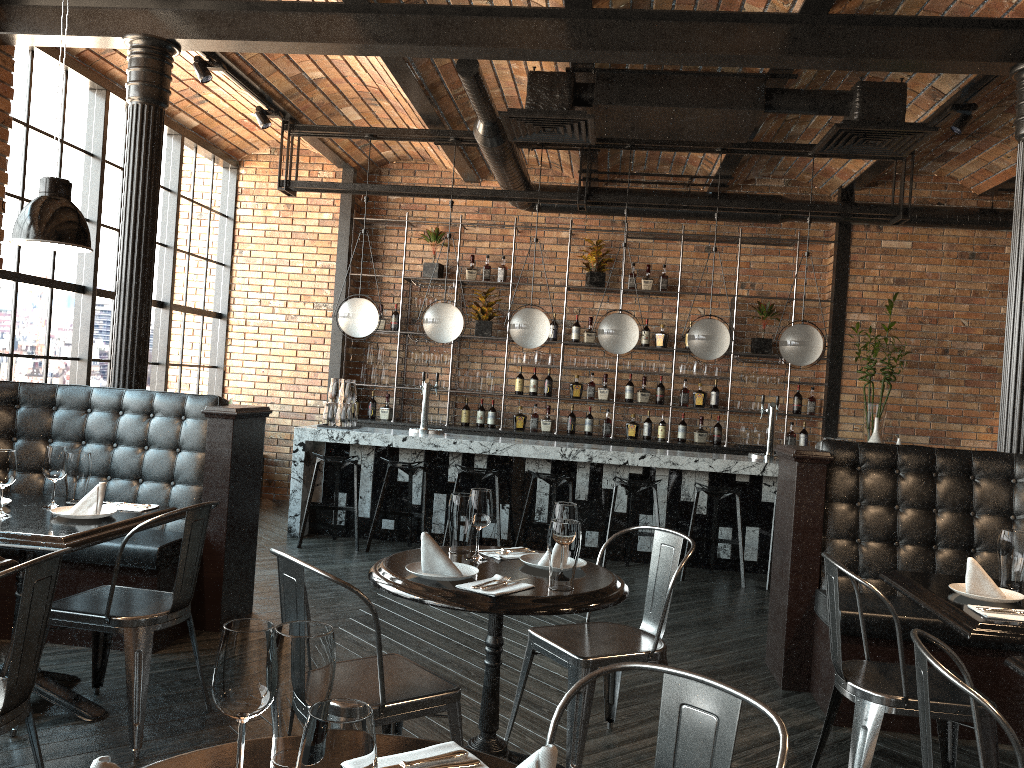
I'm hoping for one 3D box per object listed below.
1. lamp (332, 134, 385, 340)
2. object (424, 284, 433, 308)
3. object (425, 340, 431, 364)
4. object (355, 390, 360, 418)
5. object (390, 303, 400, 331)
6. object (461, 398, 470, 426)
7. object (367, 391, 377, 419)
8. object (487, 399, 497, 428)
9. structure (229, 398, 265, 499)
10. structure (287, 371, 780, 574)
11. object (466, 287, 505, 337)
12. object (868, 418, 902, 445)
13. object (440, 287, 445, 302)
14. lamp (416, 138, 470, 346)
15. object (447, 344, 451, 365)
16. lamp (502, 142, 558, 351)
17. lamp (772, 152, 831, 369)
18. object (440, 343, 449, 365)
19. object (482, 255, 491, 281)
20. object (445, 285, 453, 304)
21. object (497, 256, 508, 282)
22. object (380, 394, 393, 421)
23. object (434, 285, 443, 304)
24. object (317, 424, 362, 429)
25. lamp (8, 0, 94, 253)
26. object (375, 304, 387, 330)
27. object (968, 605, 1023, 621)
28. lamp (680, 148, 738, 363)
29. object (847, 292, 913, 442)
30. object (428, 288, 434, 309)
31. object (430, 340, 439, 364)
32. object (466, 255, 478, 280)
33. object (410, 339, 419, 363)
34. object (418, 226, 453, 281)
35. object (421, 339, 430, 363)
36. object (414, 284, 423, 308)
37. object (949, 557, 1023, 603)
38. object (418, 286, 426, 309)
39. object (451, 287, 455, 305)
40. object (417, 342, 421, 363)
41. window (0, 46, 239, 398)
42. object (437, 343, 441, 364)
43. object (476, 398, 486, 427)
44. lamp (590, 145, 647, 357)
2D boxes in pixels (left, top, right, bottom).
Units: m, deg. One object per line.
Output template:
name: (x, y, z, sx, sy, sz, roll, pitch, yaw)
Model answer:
lamp: (-1.258, -1.247, 7.536, 0.340, 1.754, 0.340, 4, 0, -38)
object: (-0.861, -0.909, 9.203, 0.092, 0.244, 0.092, 4, 0, 12)
object: (-0.883, -0.337, 9.368, 0.092, 0.244, 0.092, 4, 0, 12)
object: (-1.655, 0.210, 9.377, 0.086, 0.299, 0.086, 4, 0, -35)
object: (-1.226, -0.698, 9.335, 0.086, 0.299, 0.086, 4, 0, -35)
object: (-0.479, 0.291, 9.253, 0.086, 0.299, 0.086, 4, 0, -35)
object: (-1.468, 0.222, 9.326, 0.086, 0.297, 0.086, 4, 0, 40)
object: (-0.205, 0.309, 9.226, 0.086, 0.298, 0.086, 4, 0, -35)
structure: (-2.973, 0.635, 7.268, 0.757, 1.072, 4.107, 4, 0, 5)
structure: (0.968, 0.725, 7.908, 5.346, 1.430, 1.930, 4, 0, 6)
object: (-0.273, -0.745, 9.205, 0.430, 0.526, 0.425, 4, 0, 18)
object: (3.336, 0.505, 7.922, 0.319, 0.397, 0.316, 4, 0, -35)
object: (-0.745, -0.902, 9.357, 0.092, 0.244, 0.092, 4, 0, 12)
lamp: (-0.531, -1.197, 7.459, 0.340, 1.754, 0.340, 4, 0, -38)
object: (-0.682, -0.323, 9.346, 0.092, 0.244, 0.092, 4, 0, 12)
lamp: (0.196, -1.147, 7.383, 0.340, 1.754, 0.340, 4, 0, -38)
lamp: (2.377, -0.997, 7.153, 0.340, 1.754, 0.340, 4, 0, -38)
object: (-0.699, -0.324, 9.182, 0.092, 0.244, 0.092, 4, 0, 12)
object: (-0.262, -1.198, 9.234, 0.083, 0.282, 0.083, 4, 0, -9)
object: (-0.660, -0.896, 9.182, 0.092, 0.244, 0.092, 4, 0, 12)
object: (-0.097, -1.187, 9.217, 0.083, 0.282, 0.083, 4, 0, 21)
object: (-1.312, 0.243, 9.321, 0.123, 0.279, 0.123, 4, 0, 20)
object: (-0.763, -0.903, 9.193, 0.092, 0.244, 0.092, 4, 0, 12)
object: (-1.482, 0.363, 7.637, 0.273, 0.019, 0.437, 4, 0, 6)
lamp: (-1.718, -1.352, 3.418, 0.291, 1.653, 0.291, 4, 0, -39)
object: (-1.382, -0.698, 9.335, 0.123, 0.279, 0.123, 4, 0, -5)
object: (1.589, 0.719, 2.787, 0.255, 0.019, 0.157, 4, 0, 6)
lamp: (1.650, -1.047, 7.229, 0.340, 1.754, 0.340, 4, 0, -38)
object: (3.432, -0.068, 8.283, 0.584, 1.546, 0.673, 4, 0, 45)
object: (-0.844, -0.908, 9.367, 0.092, 0.244, 0.092, 4, 0, 12)
object: (-0.802, -0.331, 9.193, 0.092, 0.244, 0.092, 4, 0, 12)
object: (-0.418, -1.206, 9.252, 0.123, 0.279, 0.123, 4, 0, -5)
object: (-1.009, -0.345, 9.215, 0.092, 0.244, 0.092, 4, 0, 12)
object: (-0.814, -1.371, 9.319, 0.377, 0.554, 0.422, 4, 0, -6)
object: (-0.900, -0.338, 9.204, 0.092, 0.244, 0.092, 4, 0, 12)
object: (-0.970, -0.917, 9.215, 0.092, 0.244, 0.092, 4, 0, 12)
object: (1.630, 0.667, 3.042, 0.232, 0.139, 0.232, 4, 0, -36)
object: (-0.953, -0.916, 9.379, 0.092, 0.244, 0.092, 4, 0, 12)
object: (-0.642, -0.895, 9.346, 0.092, 0.244, 0.092, 4, 0, 12)
object: (-0.992, -0.344, 9.379, 0.092, 0.244, 0.092, 4, 0, 12)
window: (-3.904, -0.767, 1.285, 0.168, 3.253, 16.179, 4, 0, 6)
object: (-0.784, -0.330, 9.357, 0.092, 0.244, 0.092, 4, 0, 12)
object: (-0.320, 0.300, 9.262, 0.086, 0.298, 0.086, 4, 0, -35)
lamp: (0.923, -1.097, 7.306, 0.340, 1.754, 0.340, 4, 0, -38)
